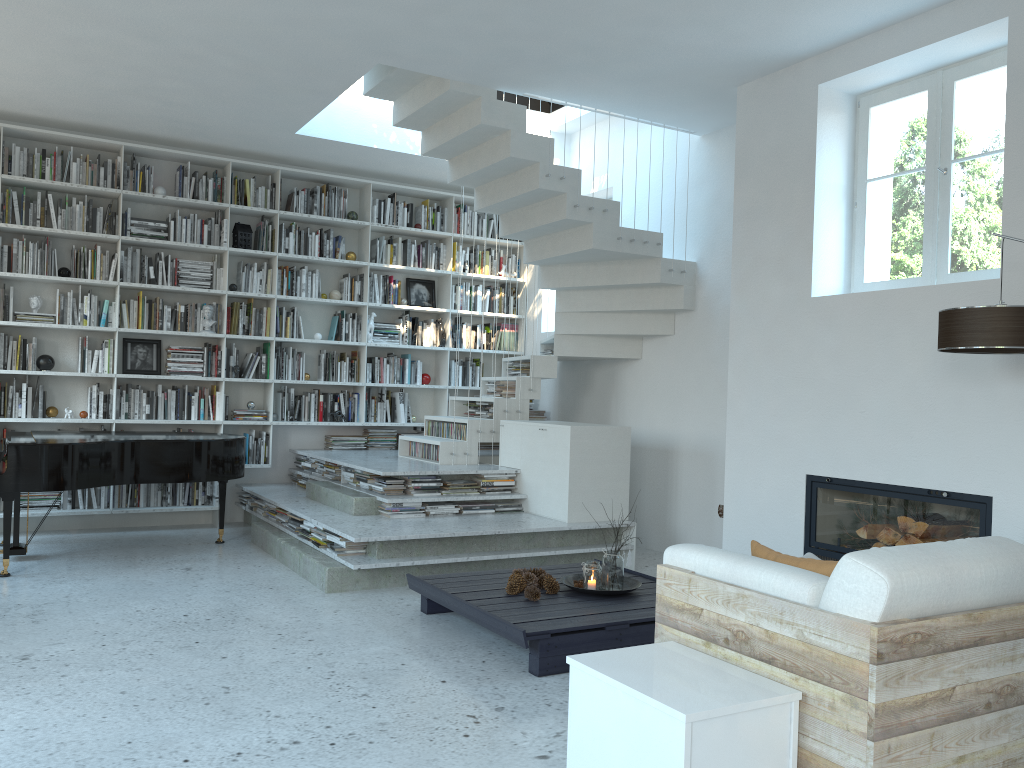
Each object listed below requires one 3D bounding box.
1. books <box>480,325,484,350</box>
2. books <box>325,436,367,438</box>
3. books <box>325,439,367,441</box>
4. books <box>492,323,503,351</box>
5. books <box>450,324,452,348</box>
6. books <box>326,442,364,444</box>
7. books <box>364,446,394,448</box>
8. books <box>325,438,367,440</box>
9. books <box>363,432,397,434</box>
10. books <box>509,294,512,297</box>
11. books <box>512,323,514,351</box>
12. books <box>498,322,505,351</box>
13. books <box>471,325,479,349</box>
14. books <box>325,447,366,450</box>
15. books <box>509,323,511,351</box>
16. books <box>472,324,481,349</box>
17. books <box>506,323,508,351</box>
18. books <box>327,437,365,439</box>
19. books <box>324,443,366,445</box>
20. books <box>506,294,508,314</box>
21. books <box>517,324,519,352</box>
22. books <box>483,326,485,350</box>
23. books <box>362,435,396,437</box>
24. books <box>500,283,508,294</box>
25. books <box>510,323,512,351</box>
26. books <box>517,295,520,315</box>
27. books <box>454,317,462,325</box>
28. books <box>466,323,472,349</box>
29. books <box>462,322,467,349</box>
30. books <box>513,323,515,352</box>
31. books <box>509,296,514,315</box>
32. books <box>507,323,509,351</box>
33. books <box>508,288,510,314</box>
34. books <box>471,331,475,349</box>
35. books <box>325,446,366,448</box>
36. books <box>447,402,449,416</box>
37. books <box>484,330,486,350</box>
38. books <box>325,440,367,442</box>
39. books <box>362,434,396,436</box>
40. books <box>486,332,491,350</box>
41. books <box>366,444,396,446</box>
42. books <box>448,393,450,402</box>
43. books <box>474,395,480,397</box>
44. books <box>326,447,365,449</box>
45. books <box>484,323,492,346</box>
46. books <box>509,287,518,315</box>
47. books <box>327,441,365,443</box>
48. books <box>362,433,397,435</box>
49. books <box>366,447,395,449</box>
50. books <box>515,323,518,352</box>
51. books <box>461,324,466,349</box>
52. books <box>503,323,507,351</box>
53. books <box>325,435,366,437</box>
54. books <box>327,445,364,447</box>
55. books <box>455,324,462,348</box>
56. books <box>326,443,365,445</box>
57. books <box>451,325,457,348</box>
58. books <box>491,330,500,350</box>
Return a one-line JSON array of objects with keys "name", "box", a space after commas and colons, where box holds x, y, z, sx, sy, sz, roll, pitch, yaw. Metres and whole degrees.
[{"name": "books", "box": [-0.331, -0.463, 8.939, 0.012, 0.254, 0.161, 2, 0, -30]}, {"name": "books", "box": [-1.548, 0.495, 8.258, 0.346, 0.007, 0.193, 2, -1, -32]}, {"name": "books", "box": [-1.545, 0.517, 8.250, 0.346, 0.007, 0.193, 2, -1, -35]}, {"name": "books", "box": [-0.166, -0.474, 9.015, 0.072, 0.291, 0.169, 2, 0, -30]}, {"name": "books", "box": [-0.635, -0.467, 8.762, 0.010, 0.238, 0.147, 2, 0, -30]}, {"name": "books", "box": [-1.555, 0.547, 8.261, 0.308, 0.008, 0.195, 2, -1, -30]}, {"name": "books", "box": [-1.266, 0.597, 8.426, 0.254, 0.007, 0.161, 2, -1, -30]}, {"name": "books", "box": [-1.549, 0.510, 8.258, 0.346, 0.007, 0.193, 2, -1, -28]}, {"name": "books", "box": [-1.257, 0.465, 8.420, 0.285, 0.005, 0.159, 2, -1, -33]}, {"name": "books", "box": [-0.040, -0.808, 9.115, 0.024, 0.230, 0.131, 2, 0, -30]}, {"name": "books", "box": [-0.031, -0.472, 9.086, 0.018, 0.293, 0.169, 2, 0, -30]}, {"name": "books", "box": [-0.133, -0.476, 9.033, 0.033, 0.294, 0.169, 2, 0, -30]}, {"name": "books", "box": [-0.382, -0.462, 8.890, 0.022, 0.247, 0.181, 2, 0, -30]}, {"name": "books", "box": [-1.552, 0.599, 8.251, 0.346, 0.007, 0.193, 2, -1, -26]}, {"name": "books", "box": [-0.063, -0.473, 9.069, 0.018, 0.293, 0.169, 2, 0, -30]}, {"name": "books", "box": [-0.365, -0.467, 8.911, 0.029, 0.259, 0.171, 2, 0, -30]}, {"name": "books", "box": [-0.096, -0.474, 9.055, 0.018, 0.293, 0.169, 2, 0, -30]}, {"name": "books", "box": [-1.548, 0.502, 8.258, 0.308, 0.008, 0.195, 2, -1, -28]}, {"name": "books", "box": [-1.553, 0.562, 8.256, 0.346, 0.007, 0.193, 2, -1, -32]}, {"name": "books", "box": [-0.096, -0.806, 9.054, 0.025, 0.220, 0.177, 2, 0, -30]}, {"name": "books", "box": [0.014, -0.470, 9.118, 0.018, 0.293, 0.169, 2, 0, -30]}, {"name": "books", "box": [-0.317, -0.460, 8.952, 0.025, 0.249, 0.134, 2, 0, -30]}, {"name": "books", "box": [-1.263, 0.492, 8.423, 0.285, 0.005, 0.159, 2, -1, -29]}, {"name": "books", "box": [-0.085, -0.860, 9.076, 0.013, 0.330, 0.140, 2, 0, -30]}, {"name": "books", "box": [-0.049, -0.473, 9.082, 0.018, 0.293, 0.169, 2, 0, -30]}, {"name": "books", "box": [0.026, -0.801, 9.120, 0.021, 0.219, 0.184, 2, 0, -30]}, {"name": "books", "box": [-0.539, -0.505, 8.816, 0.012, 0.322, 0.141, 2, 0, -30]}, {"name": "books", "box": [-0.459, -0.472, 8.840, 0.056, 0.261, 0.176, 2, 0, -30]}, {"name": "books", "box": [-0.498, -0.475, 8.831, 0.022, 0.265, 0.157, 2, 0, -30]}, {"name": "books", "box": [-0.017, -0.471, 9.100, 0.018, 0.293, 0.169, 2, 0, -30]}, {"name": "books", "box": [-0.046, -0.792, 9.072, 0.029, 0.195, 0.192, 2, 0, -30]}, {"name": "books", "box": [-0.080, -0.474, 9.064, 0.018, 0.293, 0.169, 2, 0, -30]}, {"name": "books", "box": [-0.071, -0.836, 9.075, 0.013, 0.283, 0.149, 2, 0, -30]}, {"name": "books", "box": [-0.426, -0.435, 8.859, 0.023, 0.189, 0.169, 2, 0, -30]}, {"name": "books", "box": [-1.550, 0.584, 8.248, 0.346, 0.007, 0.193, 2, -1, -25]}, {"name": "books", "box": [-0.661, 0.277, 8.657, 0.031, 0.214, 0.165, 2, 0, -30]}, {"name": "books", "box": [-0.302, -0.438, 8.964, 0.014, 0.207, 0.138, 2, 0, -30]}, {"name": "books", "box": [-1.548, 0.532, 8.255, 0.346, 0.007, 0.193, 2, -1, -33]}, {"name": "books", "box": [-1.262, 0.487, 8.423, 0.285, 0.005, 0.159, 2, -1, -31]}, {"name": "books", "box": [-0.266, -0.425, 8.938, 0.024, 0.181, 0.191, 2, 0, -30]}, {"name": "books", "box": [-1.257, 0.577, 8.417, 0.285, 0.007, 0.159, 2, -1, -25]}, {"name": "books", "box": [-0.649, 0.238, 8.680, 0.011, 0.293, 0.144, 2, 0, -30]}, {"name": "books", "box": [-0.341, 0.254, 8.858, 0.012, 0.285, 0.159, 2, 0, -30]}, {"name": "books", "box": [-1.552, 0.592, 8.251, 0.308, 0.008, 0.195, 2, -1, -34]}, {"name": "books", "box": [-0.256, -0.472, 8.975, 0.026, 0.278, 0.170, 2, 0, -30]}, {"name": "books", "box": [0.001, -0.838, 9.103, 0.042, 0.292, 0.186, 2, 0, -30]}, {"name": "books", "box": [-1.546, 0.539, 8.251, 0.308, 0.008, 0.195, 2, -1, -25]}, {"name": "books", "box": [-1.258, 0.476, 8.417, 0.285, 0.005, 0.159, 2, -1, -34]}, {"name": "books", "box": [-1.262, 0.604, 8.418, 0.254, 0.007, 0.161, 2, -1, -26]}, {"name": "books", "box": [0.004, -0.471, 9.100, 0.018, 0.293, 0.169, 2, 0, -30]}, {"name": "books", "box": [-0.514, -0.466, 8.809, 0.026, 0.245, 0.180, 2, 0, -30]}, {"name": "books", "box": [-0.105, -0.475, 9.033, 0.018, 0.293, 0.169, 2, 0, -30]}, {"name": "books", "box": [-1.548, 0.487, 8.258, 0.346, 0.007, 0.193, 2, -1, -28]}, {"name": "books", "box": [-1.552, 0.577, 8.251, 0.308, 0.008, 0.195, 2, -1, -26]}, {"name": "books", "box": [-0.546, -0.466, 8.792, 0.022, 0.243, 0.170, 2, 0, -30]}, {"name": "books", "box": [-1.549, 0.554, 8.250, 0.308, 0.008, 0.195, 2, -1, -35]}, {"name": "books", "box": [-0.598, -0.465, 8.794, 0.066, 0.236, 0.144, 2, 0, -30]}, {"name": "books", "box": [-0.202, -0.436, 8.993, 0.088, 0.217, 0.167, 2, 0, -30]}]
